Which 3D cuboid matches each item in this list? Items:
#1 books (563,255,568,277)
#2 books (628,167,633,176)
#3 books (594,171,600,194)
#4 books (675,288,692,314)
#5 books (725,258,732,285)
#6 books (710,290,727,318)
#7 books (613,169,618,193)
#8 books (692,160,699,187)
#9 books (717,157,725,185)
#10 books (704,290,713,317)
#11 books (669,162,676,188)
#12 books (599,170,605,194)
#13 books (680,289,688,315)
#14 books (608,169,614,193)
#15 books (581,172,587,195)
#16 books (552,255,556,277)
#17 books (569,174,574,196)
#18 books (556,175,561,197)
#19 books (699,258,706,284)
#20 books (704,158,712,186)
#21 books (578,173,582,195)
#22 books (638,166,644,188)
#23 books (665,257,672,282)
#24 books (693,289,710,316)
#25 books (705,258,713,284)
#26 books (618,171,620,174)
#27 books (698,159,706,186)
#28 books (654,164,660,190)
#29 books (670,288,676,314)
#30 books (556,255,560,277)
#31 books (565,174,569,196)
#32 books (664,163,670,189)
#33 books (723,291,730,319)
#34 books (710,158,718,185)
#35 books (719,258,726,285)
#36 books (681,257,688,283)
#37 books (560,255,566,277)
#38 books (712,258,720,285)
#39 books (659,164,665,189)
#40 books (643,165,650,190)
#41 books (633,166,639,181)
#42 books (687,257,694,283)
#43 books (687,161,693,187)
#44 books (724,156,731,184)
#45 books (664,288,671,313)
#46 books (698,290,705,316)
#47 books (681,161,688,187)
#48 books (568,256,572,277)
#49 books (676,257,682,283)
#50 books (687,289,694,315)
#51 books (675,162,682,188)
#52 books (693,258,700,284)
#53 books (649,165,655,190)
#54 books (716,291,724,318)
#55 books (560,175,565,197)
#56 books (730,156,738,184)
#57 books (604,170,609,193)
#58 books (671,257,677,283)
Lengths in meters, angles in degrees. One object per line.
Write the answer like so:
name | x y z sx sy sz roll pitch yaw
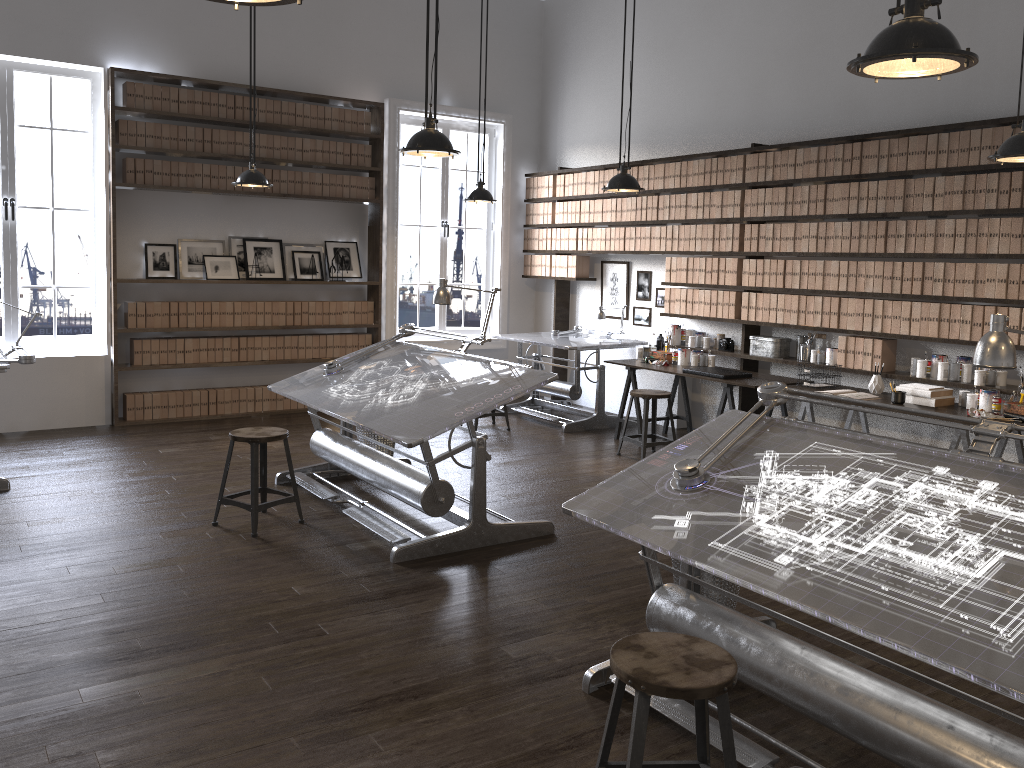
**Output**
books | 0.616 -1.207 9.109 0.175 0.225 0.067 -3 7 -34
books | 1.166 -1.900 8.260 0.175 0.224 0.067 -3 7 -34
books | 0.894 -1.963 8.658 0.175 0.225 0.067 -3 7 -34
books | 1.518 -0.726 7.777 0.175 0.224 0.067 -3 7 -34
books | 1.842 -0.921 7.282 0.175 0.224 0.067 -3 7 -34
books | 1.752 -0.670 7.421 0.175 0.225 0.067 -3 7 -34
books | 1.049 -1.926 8.423 0.175 0.224 0.067 -3 7 -34
books | 1.629 -1.791 7.561 0.174 0.224 0.067 -3 7 -34
books | 1.787 -1.754 7.328 0.175 0.224 0.067 -3 7 -34
books | 1.712 -0.680 7.481 0.175 0.224 0.067 -3 7 -34
books | 1.473 -1.827 7.795 0.175 0.224 0.067 -3 7 -34
books | 0.936 -1.954 8.602 0.175 0.224 0.067 -3 7 -34
books | 1.557 -0.717 7.716 0.175 0.225 0.067 -3 7 -34
books | 1.012 -1.935 8.485 0.174 0.224 0.067 -3 7 -34
books | 0.781 -1.989 8.824 0.175 0.225 0.067 -3 7 -34
books | 0.505 -1.233 9.278 0.175 0.225 0.067 -3 7 -34
books | 0.667 -2.016 8.999 0.174 0.224 0.067 -3 7 -34
books | 0.549 -2.045 9.184 0.175 0.224 0.067 -3 7 -34
books | 1.677 -0.959 7.526 0.174 0.224 0.067 -3 7 -34
books | 1.706 -1.772 7.440 0.175 0.225 0.067 -3 7 -34
books | 0.749 -1.998 8.883 0.175 0.224 0.067 -3 7 -34
books | 1.249 -1.881 8.137 0.175 0.224 0.067 -3 7 -34
books | 1.449 -1.012 7.866 0.175 0.225 0.067 -3 7 -34
books | 1.639 -0.699 7.603 0.174 0.224 0.067 -3 7 -34
books | 1.720 -0.950 7.469 0.175 0.224 0.067 -3 7 -34
books | 1.089 -1.916 8.363 0.175 0.225 0.067 -3 7 -34
books | 1.666 -1.781 7.499 0.175 0.224 0.067 -3 7 -34
books | 1.366 -1.853 7.960 0.175 0.224 0.067 -3 7 -34
books | 1.485 -0.734 7.830 0.175 0.224 0.067 -3 7 -34
books | 0.547 -1.224 9.218 0.175 0.224 0.067 -3 7 -34
books | 0.632 -2.026 9.060 0.175 0.224 0.067 -3 7 -34
books | 1.439 -1.836 7.848 0.175 0.224 0.067 -3 7 -34
books | 1.829 -0.654 7.318 0.175 0.224 0.067 -3 7 -34
books | 1.745 -1.764 7.390 0.175 0.224 0.067 -3 7 -34
books | 1.802 -0.930 7.346 0.175 0.224 0.067 -3 7 -34
books | 1.559 -0.986 7.698 0.175 0.225 0.067 -3 7 -34
books | 0.583 -1.216 9.167 0.175 0.224 0.067 -3 7 -34
books | 1.757 -0.940 7.404 0.175 0.225 0.067 -3 7 -34
books | 1.398 -1.844 7.901 0.175 0.225 0.067 -3 7 -34
books | 1.284 -1.871 8.075 0.174 0.224 0.067 -3 7 -34
books | 1.202 -1.890 8.196 0.175 0.225 0.067 -3 7 -34
books | 1.602 -0.977 7.645 0.175 0.224 0.067 -3 7 -34
books | 1.594 -1.800 7.621 0.174 0.224 0.067 -3 7 -34
books | 1.827 -1.745 7.272 0.174 0.224 0.067 -3 7 -34
books | 1.444 -0.743 7.883 0.175 0.225 0.067 -3 7 -34
books | 1.675 -0.689 7.543 0.174 0.224 0.067 -3 7 -34
books | 1.553 -1.809 7.678 0.175 0.224 0.067 -3 7 -34
books | 0.661 -1.198 9.056 0.174 0.224 0.067 -3 7 -34
books | 1.526 -0.995 7.756 0.175 0.224 0.067 -3 7 -34
books | 1.599 -0.708 7.660 0.175 0.224 0.067 -3 7 -34
books | 1.511 -1.818 7.734 0.175 0.225 0.067 -3 7 -34
books | 1.641 -0.968 7.587 0.174 0.224 0.067 -3 7 -34
books | 1.327 -1.862 8.019 0.174 0.224 0.067 -3 7 -34
books | 1.791 -0.663 7.371 0.175 0.224 0.067 -3 7 -34
books | 0.585 -2.035 9.119 0.175 0.225 0.067 -3 7 -34
books | 1.863 -1.736 7.212 0.174 0.224 0.067 -3 7 -34
books | 0.976 -1.945 8.545 0.174 0.224 0.067 -3 7 -34
books | 1.490 -1.003 7.807 0.175 0.224 0.067 -3 7 -34
